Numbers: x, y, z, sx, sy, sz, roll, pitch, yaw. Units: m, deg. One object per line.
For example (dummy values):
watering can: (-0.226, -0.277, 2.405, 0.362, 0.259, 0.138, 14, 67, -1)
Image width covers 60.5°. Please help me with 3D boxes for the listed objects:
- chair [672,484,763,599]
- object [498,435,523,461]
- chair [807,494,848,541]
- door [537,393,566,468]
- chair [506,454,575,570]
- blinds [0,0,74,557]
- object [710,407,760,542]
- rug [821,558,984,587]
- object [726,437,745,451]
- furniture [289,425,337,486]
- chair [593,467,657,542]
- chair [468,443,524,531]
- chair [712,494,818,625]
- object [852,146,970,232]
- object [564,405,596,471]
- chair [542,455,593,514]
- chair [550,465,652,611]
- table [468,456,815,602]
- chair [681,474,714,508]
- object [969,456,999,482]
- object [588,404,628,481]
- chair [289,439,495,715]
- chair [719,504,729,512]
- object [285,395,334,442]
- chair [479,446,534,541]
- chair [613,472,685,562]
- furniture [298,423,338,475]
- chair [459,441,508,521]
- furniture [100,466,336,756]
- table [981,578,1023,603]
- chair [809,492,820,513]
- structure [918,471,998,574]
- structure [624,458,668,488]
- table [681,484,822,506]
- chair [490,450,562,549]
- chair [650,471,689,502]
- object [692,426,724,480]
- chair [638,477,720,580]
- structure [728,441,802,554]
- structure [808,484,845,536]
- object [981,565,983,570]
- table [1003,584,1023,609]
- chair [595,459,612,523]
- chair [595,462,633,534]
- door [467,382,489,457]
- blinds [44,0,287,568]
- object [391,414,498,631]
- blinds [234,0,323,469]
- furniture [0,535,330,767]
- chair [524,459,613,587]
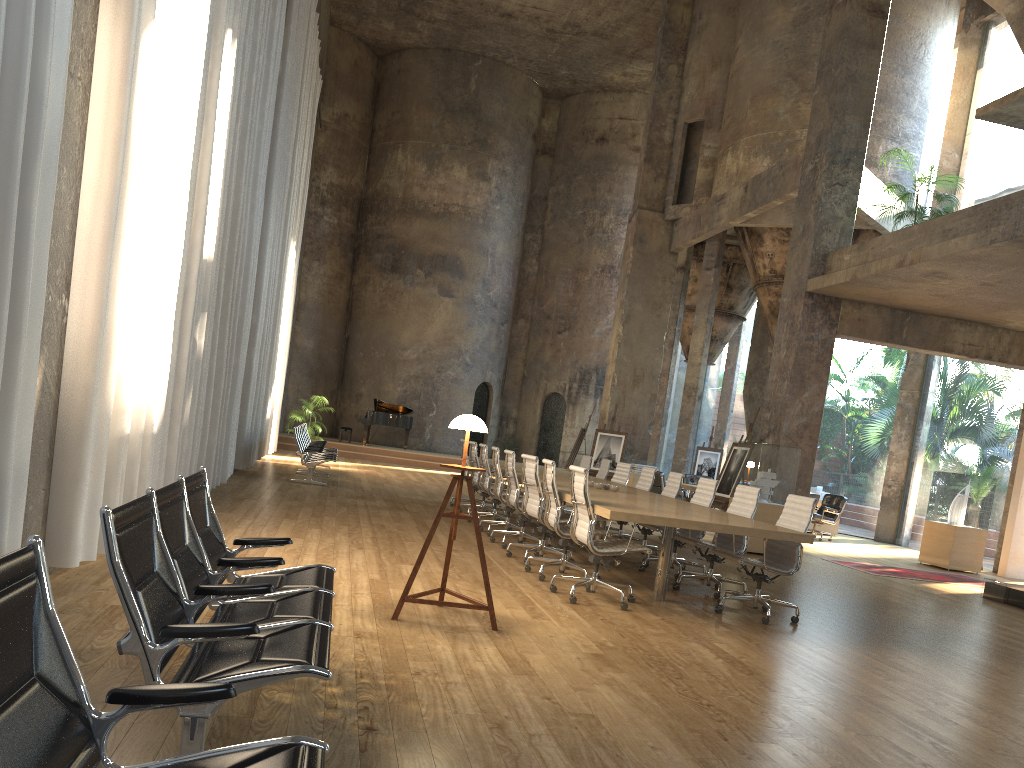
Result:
chair: (1.864, 1.414, 8.081, 0.700, 1.033, 0.660, 8, 2, -8)
object: (-0.100, 2.069, 27.228, 0.912, 0.998, 0.903, 8, 1, 0)
chair: (5.853, 2.522, 16.819, 0.824, 0.899, 0.722, 8, 1, -17)
door: (1.225, 1.572, 26.999, 0.893, 2.651, 0.111, 10, 5, 31)
chair: (0.362, 1.234, 8.570, 0.701, 1.033, 0.659, 7, 2, -12)
blinds: (-1.051, -3.361, 0.080, 0.276, 8.704, 7.760, 7, 1, -12)
object: (3.396, 1.383, 13.374, 0.687, 2.162, 0.693, 7, 4, -12)
rug: (5.868, 2.730, 12.571, 2.471, 0.009, 1.336, 9, -3, -11)
object: (5.613, 1.775, 21.930, 0.685, 0.946, 0.858, 8, 1, 10)
furniture: (-3.233, 1.156, 14.451, 0.710, 0.846, 1.858, 8, -2, -11)
chair: (1.353, 1.491, 10.716, 0.700, 1.033, 0.660, 8, 2, -6)
chair: (-0.161, 1.309, 11.218, 0.700, 1.033, 0.660, 8, 2, -6)
chair: (2.041, 1.387, 7.154, 0.700, 1.033, 0.660, 8, 2, -5)
object: (5.671, -2.297, 12.467, 1.404, 1.822, 1.346, 8, 2, -5)
object: (1.528, 1.499, 20.067, 0.681, 2.162, 0.699, 9, 4, 15)
chair: (0.815, 1.561, 13.301, 0.700, 1.033, 0.660, 8, 2, -6)
chair: (0.715, 1.189, 6.895, 0.700, 1.033, 0.660, 8, 2, -6)
table: (0.697, 1.501, 10.168, 1.606, 0.762, 7.660, 8, -3, -11)
chair: (3.672, 2.239, 17.147, 0.730, 0.898, 0.816, 8, 1, -4)
object: (7.810, 1.678, 14.755, 0.691, 0.946, 0.850, 7, 1, -20)
object: (1.988, 1.461, 18.242, 0.697, 2.162, 0.683, 9, 4, 21)
chair: (2.258, 1.782, 13.551, 12.994, 1.038, 31.281, 8, -3, -11)
chair: (4.051, 2.211, 15.720, 0.733, 0.899, 0.813, 7, 1, -17)
object: (-4.655, 0.970, 20.135, 1.097, 1.467, 1.117, 7, 2, -20)
chair: (0.012, 1.284, 10.340, 0.699, 1.033, 0.661, 8, 2, -3)
chair: (1.517, 1.465, 9.855, 0.699, 1.033, 0.661, 8, 2, -3)
furniture: (-3.683, 1.224, 16.785, 0.710, 0.846, 1.858, 8, -2, -11)
chair: (-0.336, 1.335, 12.114, 0.700, 1.033, 0.660, 8, 2, -8)
furniture: (-1.061, 0.844, 3.495, 0.710, 0.846, 1.858, 8, -2, -11)
table: (6.248, 2.564, 10.736, 0.862, 0.248, 0.367, 8, -1, -11)
chair: (5.029, 2.360, 15.952, 0.735, 0.899, 0.811, 7, 1, -37)
structure: (7.191, 2.231, 14.210, 0.596, 1.559, 0.735, 7, 3, -11)
structure: (2.854, 2.177, 19.188, 0.746, 1.022, 0.728, 7, 2, -11)
table: (4.390, 2.399, 16.531, 2.418, 0.705, 1.096, 8, -1, -11)
chair: (0.175, 1.259, 9.479, 0.700, 1.033, 0.660, 8, 2, -6)
chair: (2.889, 2.079, 16.224, 0.824, 0.899, 0.723, 8, 1, -15)
object: (5.111, 2.160, 23.012, 0.697, 2.162, 0.683, 9, 4, 18)
chair: (1.689, 1.440, 8.978, 0.700, 1.033, 0.660, 8, 2, -6)
structure: (3.547, 1.632, 12.528, 0.596, 1.559, 0.735, 7, 3, -11)
structure: (6.425, 2.638, 18.591, 0.737, 1.022, 0.737, 7, 2, -11)
object: (7.621, 2.615, 14.811, 0.564, 0.979, 0.662, 10, 3, 43)
table: (6.315, 2.575, 10.377, 0.793, 0.204, 1.102, 8, -3, -11)
chair: (1.013, 1.542, 12.464, 0.699, 1.033, 0.661, 8, 2, -3)
chair: (1.183, 1.518, 11.629, 0.701, 1.033, 0.659, 7, 2, -12)
door: (-1.053, 1.061, 26.522, 0.090, 2.313, 0.906, 11, 5, 37)
blinds: (-2.687, -3.113, 8.552, 0.276, 8.704, 7.765, 7, 1, -10)
object: (-0.259, 0.844, 5.431, 0.566, 1.307, 0.658, 9, 3, 22)
blinds: (-4.318, -2.867, 16.999, 0.276, 8.704, 7.765, 7, 1, -10)
furniture: (-0.610, 0.776, 1.162, 0.710, 0.846, 1.858, 8, -2, -11)
chair: (0.524, 1.209, 7.733, 0.699, 1.033, 0.661, 8, 2, -3)
